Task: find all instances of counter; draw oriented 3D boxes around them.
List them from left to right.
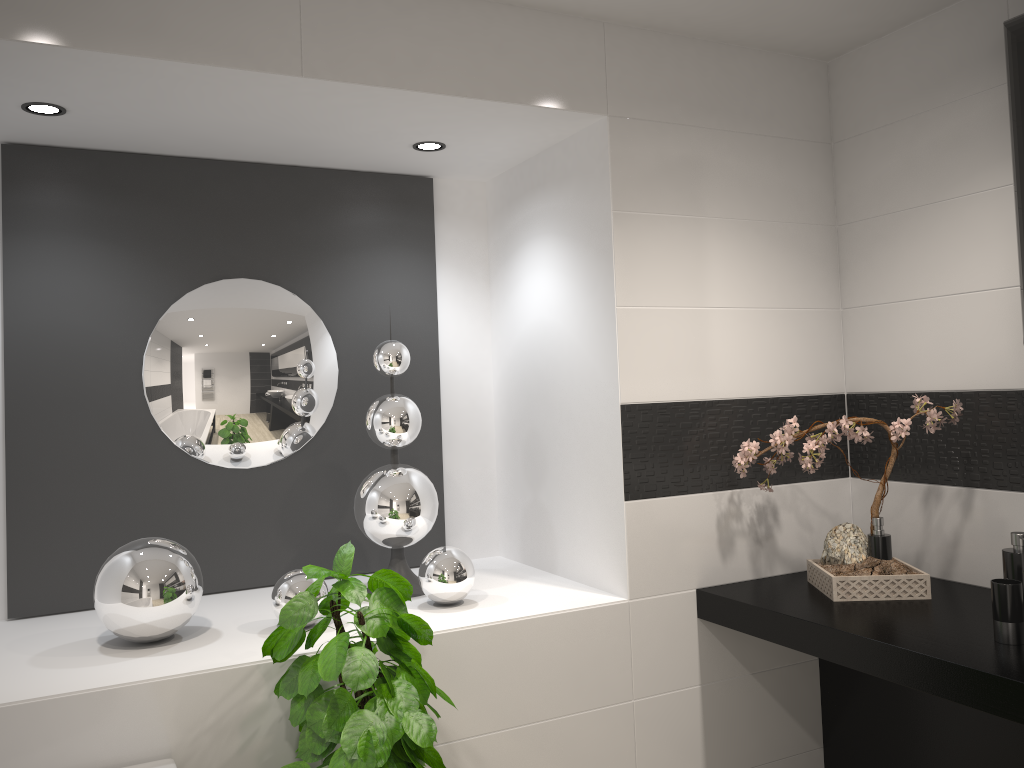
[{"bbox_3d":[1.700,0.591,1.060,0.655,0.084,3.840,-2,-1,-27],"label":"counter"}]

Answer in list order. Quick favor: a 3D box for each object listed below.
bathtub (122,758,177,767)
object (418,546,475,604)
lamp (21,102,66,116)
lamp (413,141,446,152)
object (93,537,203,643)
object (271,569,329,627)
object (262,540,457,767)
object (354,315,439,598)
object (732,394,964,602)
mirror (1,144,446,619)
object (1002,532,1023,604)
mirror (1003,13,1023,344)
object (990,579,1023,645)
[{"bbox_3d":[-0.696,1.146,0.745,1.008,0.677,2.176,-2,-1,-27],"label":"bathtub"},{"bbox_3d":[-0.188,0.551,2.555,0.163,0.163,0.162,-2,-2,-13],"label":"object"},{"bbox_3d":[-1.236,-0.725,2.340,0.105,0.004,0.105,-2,-1,-42],"label":"lamp"},{"bbox_3d":[-0.264,-0.758,2.829,0.105,0.004,0.105,-3,-1,30],"label":"lamp"},{"bbox_3d":[-0.932,0.528,2.278,0.260,0.261,0.260,-2,-2,-14],"label":"object"},{"bbox_3d":[-0.563,0.570,2.358,0.150,0.151,0.150,-2,-2,-13],"label":"object"},{"bbox_3d":[-0.334,0.915,1.894,0.418,1.133,0.438,-3,-2,14],"label":"object"},{"bbox_3d":[-0.368,0.193,2.776,0.260,0.899,0.260,-2,-2,-14],"label":"object"},{"bbox_3d":[0.960,0.316,2.558,0.628,0.561,0.260,-2,-2,3],"label":"object"},{"bbox_3d":[-0.861,-0.036,2.867,1.361,1.384,0.078,-1,-3,-27],"label":"mirror"},{"bbox_3d":[1.213,0.465,2.106,0.079,0.221,0.079,-1,-3,-37],"label":"object"},{"bbox_3d":[1.868,-0.547,1.133,0.258,0.902,2.610,-1,-1,-27],"label":"mirror"},{"bbox_3d":[1.121,0.514,2.003,0.063,0.134,0.063,-2,-2,8],"label":"object"}]
